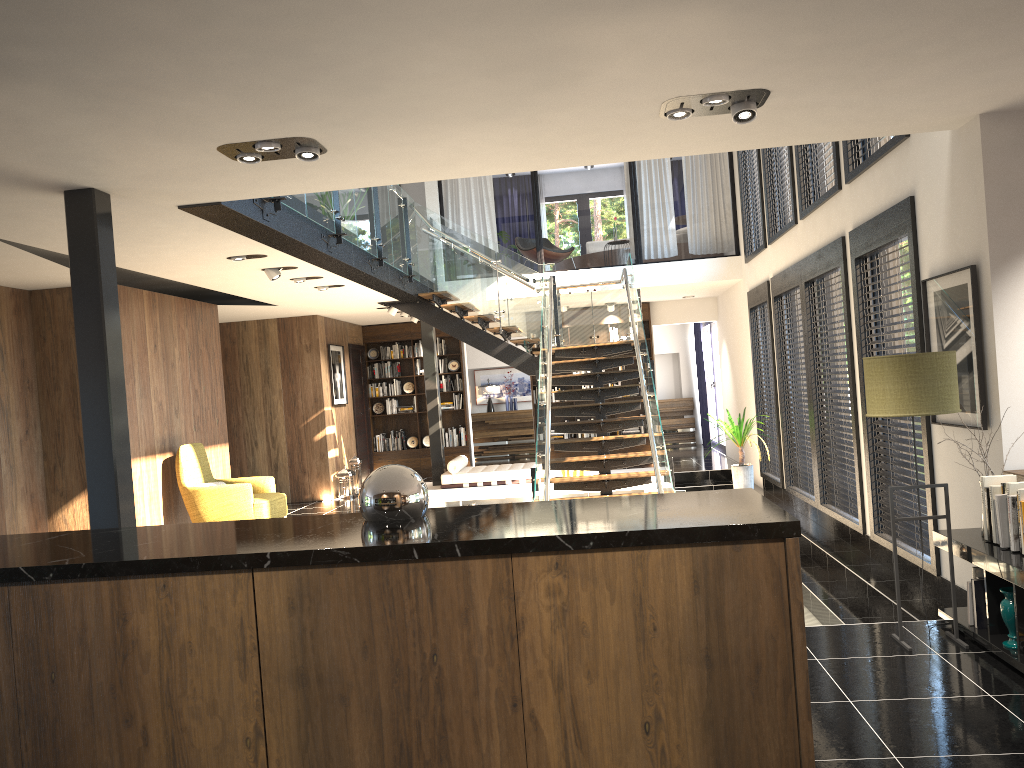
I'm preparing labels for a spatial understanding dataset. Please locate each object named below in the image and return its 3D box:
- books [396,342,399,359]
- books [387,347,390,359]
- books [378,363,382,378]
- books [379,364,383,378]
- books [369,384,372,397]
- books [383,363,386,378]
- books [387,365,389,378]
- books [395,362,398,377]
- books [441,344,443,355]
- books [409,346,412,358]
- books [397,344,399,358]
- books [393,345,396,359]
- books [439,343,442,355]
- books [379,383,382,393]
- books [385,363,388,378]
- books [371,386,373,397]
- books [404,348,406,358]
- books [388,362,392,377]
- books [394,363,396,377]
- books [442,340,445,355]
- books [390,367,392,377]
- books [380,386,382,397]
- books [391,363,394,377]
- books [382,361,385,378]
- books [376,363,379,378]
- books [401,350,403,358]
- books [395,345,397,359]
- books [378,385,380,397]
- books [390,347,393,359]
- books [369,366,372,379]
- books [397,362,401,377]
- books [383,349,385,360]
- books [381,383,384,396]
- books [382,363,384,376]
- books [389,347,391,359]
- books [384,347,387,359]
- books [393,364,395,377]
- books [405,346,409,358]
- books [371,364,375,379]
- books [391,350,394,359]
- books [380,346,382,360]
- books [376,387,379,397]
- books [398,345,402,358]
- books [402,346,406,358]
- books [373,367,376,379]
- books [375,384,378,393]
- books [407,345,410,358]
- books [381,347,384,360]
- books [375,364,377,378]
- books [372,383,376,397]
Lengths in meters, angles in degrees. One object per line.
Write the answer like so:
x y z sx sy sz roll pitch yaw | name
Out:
-1.966 -0.576 15.312 0.012 0.278 0.228 -4 0 5 | books
-2.134 -0.532 15.364 0.059 0.216 0.159 -4 0 5 | books
-2.283 -0.229 15.362 0.027 0.260 0.181 -4 0 5 | books
-2.251 -0.222 15.340 0.039 0.243 0.179 -4 0 5 | books
-2.444 0.118 15.410 0.030 0.224 0.166 -4 0 5 | books
-2.188 -0.238 15.342 0.019 0.264 0.175 -4 0 5 | books
-2.132 -0.220 15.360 0.024 0.220 0.123 -4 0 5 | books
-1.986 -0.252 15.353 0.025 0.263 0.147 -4 0 5 | books
-1.185 -0.589 15.285 0.027 0.186 0.220 -4 0 5 | books
-1.741 -0.555 15.302 0.023 0.202 0.201 -4 0 5 | books
-1.947 -0.561 15.335 0.020 0.245 0.228 -4 0 5 | books
-2.014 -0.549 15.330 0.039 0.230 0.205 -4 0 5 | books
-1.216 -0.602 15.314 0.037 0.218 0.144 -4 0 5 | books
-2.280 0.099 15.401 0.019 0.236 0.139 -4 0 5 | books
-2.160 -0.235 15.366 0.032 0.255 0.160 -4 0 5 | books
-2.406 0.131 15.401 0.045 0.192 0.164 -4 0 5 | books
-1.831 -0.533 15.314 0.029 0.172 0.187 -4 0 5 | books
-2.107 -0.248 15.343 0.033 0.273 0.189 -4 0 5 | books
-2.010 -0.240 15.351 0.024 0.242 0.144 -4 0 5 | books
-1.171 -0.628 15.260 0.013 0.262 0.217 -4 0 5 | books
-2.077 -0.208 15.329 0.025 0.188 0.181 -4 0 5 | books
-2.253 0.125 15.371 0.035 0.180 0.164 -4 0 5 | books
-2.049 -0.236 15.362 0.028 0.240 0.148 -4 0 5 | books
-2.223 -0.247 15.367 0.015 0.287 0.154 -4 0 5 | books
-2.307 -0.230 15.360 0.022 0.267 0.197 -4 0 5 | books
-1.890 -0.517 15.363 0.040 0.149 0.125 -4 0 5 | books
-1.984 -0.556 15.315 0.025 0.239 0.220 -4 0 5 | books
-2.297 0.115 15.410 0.018 0.208 0.126 -4 0 5 | books
-2.076 -0.530 15.382 0.025 0.203 0.156 -4 0 5 | books
-2.451 -0.201 15.384 0.023 0.231 0.143 -4 0 5 | books
-1.956 -0.256 15.351 0.035 0.266 0.133 -4 0 5 | books
-2.197 -0.510 15.383 0.020 0.180 0.153 -4 0 5 | books
-2.219 0.095 15.381 0.036 0.235 0.169 -4 0 5 | books
-2.205 -0.232 15.363 0.018 0.256 0.172 -4 0 5 | books
-2.097 -0.533 15.367 0.014 0.212 0.184 -4 0 5 | books
-2.177 -0.532 15.361 0.026 0.222 0.202 -4 0 5 | books
-2.029 -0.233 15.347 0.014 0.230 0.172 -4 0 5 | books
-1.803 -0.555 15.330 0.027 0.212 0.180 -4 0 5 | books
-2.406 -0.216 15.399 0.066 0.255 0.127 -4 0 5 | books
-2.046 -0.509 15.351 0.035 0.156 0.186 -4 0 5 | books
-2.241 -0.533 15.378 0.017 0.234 0.199 -4 0 5 | books
-2.325 0.136 15.392 0.037 0.169 0.148 -4 0 5 | books
-1.925 -0.557 15.344 0.020 0.235 0.206 -4 0 5 | books
-1.859 -0.554 15.349 0.030 0.217 0.165 -4 0 5 | books
-2.362 -0.194 15.370 0.025 0.204 0.192 -4 0 5 | books
-2.353 0.107 15.413 0.018 0.232 0.123 -4 0 5 | books
-1.771 -0.558 15.319 0.039 0.212 0.172 -4 0 5 | books
-2.224 -0.525 15.339 0.024 0.216 0.210 -4 0 5 | books
-2.334 -0.222 15.366 0.035 0.255 0.183 -4 0 5 | books
-2.377 0.107 15.368 0.022 0.235 0.194 -4 0 5 | books
